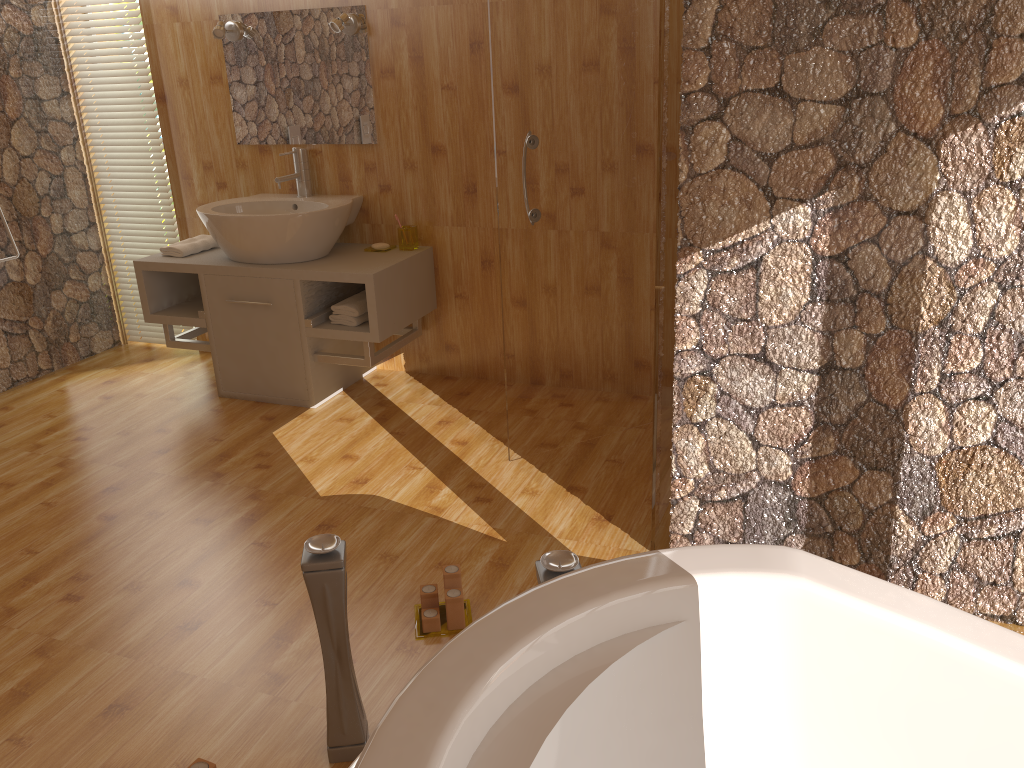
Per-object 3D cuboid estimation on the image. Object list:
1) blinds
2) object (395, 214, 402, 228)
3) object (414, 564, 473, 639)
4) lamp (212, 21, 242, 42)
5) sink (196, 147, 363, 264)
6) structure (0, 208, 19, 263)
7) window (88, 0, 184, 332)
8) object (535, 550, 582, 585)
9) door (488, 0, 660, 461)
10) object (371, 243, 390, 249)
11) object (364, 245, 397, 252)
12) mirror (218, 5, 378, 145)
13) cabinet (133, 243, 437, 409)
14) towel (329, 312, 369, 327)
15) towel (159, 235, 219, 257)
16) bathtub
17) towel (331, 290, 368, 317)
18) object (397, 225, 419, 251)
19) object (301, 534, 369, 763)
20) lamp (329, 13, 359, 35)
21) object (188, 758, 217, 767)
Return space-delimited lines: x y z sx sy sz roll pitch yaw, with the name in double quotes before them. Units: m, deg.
"blinds" -1.791 -1.226 4.063 0.420 2.178 0.042 6 22 21
"object" -0.449 -0.630 3.624 0.063 0.132 0.012 -18 26 -36
"object" -0.173 0.524 2.183 0.141 0.131 0.141 -5 21 -6
"lamp" -1.178 -1.445 3.632 0.080 0.080 0.124 6 22 21
"sink" -0.962 -0.727 3.592 0.634 0.409 0.533 6 22 21
"structure" -2.202 -0.667 3.579 0.133 0.387 0.332 6 22 21
"window" -0.088 -1.099 3.559 3.964 2.164 0.010 6 22 21
"object" 0.093 0.532 1.636 0.080 0.478 0.080 -5 21 -6
"door" 0.363 -0.854 2.856 0.983 2.147 0.077 -13 23 -26
"object" -0.545 -0.571 3.675 0.075 0.023 0.050 -15 24 -30
"object" -0.545 -0.563 3.676 0.100 0.010 0.100 6 22 21
"mirror" -0.884 -1.258 3.656 0.698 0.523 0.005 6 22 21
"cabinet" -0.942 -0.271 3.770 1.136 0.570 0.517 6 22 21
"towel" -0.609 -0.288 3.545 0.140 0.048 0.225 8 23 26
"towel" -1.372 -0.591 3.790 0.140 0.048 0.225 8 23 26
"bathtub" 0.709 0.640 0.665 1.946 0.900 0.977 7 22 23
"towel" -0.600 -0.325 3.537 0.140 0.048 0.225 8 23 26
"object" -0.427 -0.599 3.643 0.060 0.093 0.060 6 22 21
"object" 0.551 -0.400 2.015 2.276 1.921 0.347 -12 22 -24
"lamp" -0.657 -1.393 3.433 0.080 0.080 0.124 6 22 21
"object" -0.550 0.763 1.587 0.141 0.131 0.141 7 23 25
